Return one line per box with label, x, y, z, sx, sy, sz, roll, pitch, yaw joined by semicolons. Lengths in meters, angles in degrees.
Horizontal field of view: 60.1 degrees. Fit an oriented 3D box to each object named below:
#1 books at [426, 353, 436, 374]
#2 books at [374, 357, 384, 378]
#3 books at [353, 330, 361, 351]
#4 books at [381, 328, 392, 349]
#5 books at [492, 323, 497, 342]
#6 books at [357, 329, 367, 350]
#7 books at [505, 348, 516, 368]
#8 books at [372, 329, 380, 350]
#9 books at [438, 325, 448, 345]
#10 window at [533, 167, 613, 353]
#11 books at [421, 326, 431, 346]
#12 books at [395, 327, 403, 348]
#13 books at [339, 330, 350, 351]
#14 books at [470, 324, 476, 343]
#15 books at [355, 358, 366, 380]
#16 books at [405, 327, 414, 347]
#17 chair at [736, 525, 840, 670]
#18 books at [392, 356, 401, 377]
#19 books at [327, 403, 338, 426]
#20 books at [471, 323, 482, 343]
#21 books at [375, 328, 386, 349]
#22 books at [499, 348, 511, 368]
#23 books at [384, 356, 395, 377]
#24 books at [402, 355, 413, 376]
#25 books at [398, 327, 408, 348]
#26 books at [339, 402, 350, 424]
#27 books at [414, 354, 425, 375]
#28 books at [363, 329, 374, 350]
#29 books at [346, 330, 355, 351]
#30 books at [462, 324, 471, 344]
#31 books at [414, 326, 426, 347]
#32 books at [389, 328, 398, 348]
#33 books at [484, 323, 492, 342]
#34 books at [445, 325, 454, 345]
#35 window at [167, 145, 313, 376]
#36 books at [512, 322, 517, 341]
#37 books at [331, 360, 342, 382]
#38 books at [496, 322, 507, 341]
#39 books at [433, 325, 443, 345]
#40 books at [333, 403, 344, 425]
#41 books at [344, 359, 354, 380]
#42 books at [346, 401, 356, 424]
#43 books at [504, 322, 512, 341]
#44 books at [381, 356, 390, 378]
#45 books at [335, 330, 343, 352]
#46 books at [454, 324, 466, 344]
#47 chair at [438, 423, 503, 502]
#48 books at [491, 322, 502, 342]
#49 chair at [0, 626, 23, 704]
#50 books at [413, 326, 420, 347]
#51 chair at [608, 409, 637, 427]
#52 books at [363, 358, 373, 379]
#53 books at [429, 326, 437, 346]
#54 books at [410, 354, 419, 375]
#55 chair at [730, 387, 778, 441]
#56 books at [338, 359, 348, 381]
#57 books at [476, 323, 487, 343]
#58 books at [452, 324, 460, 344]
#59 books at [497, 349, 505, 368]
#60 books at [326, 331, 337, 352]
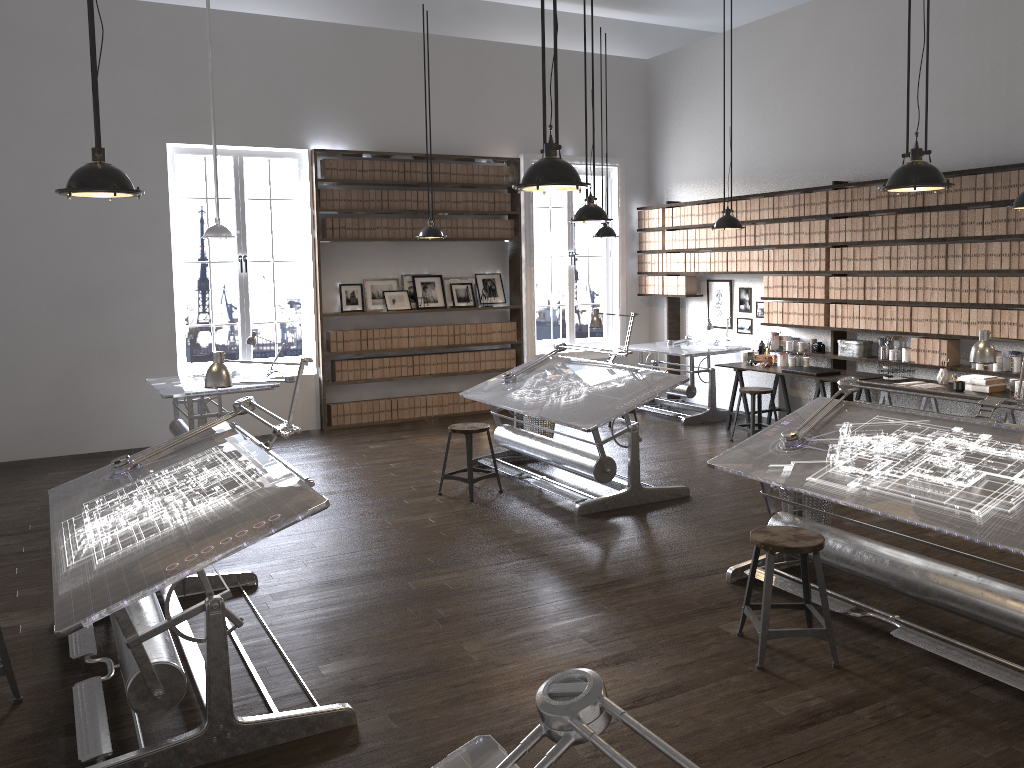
books;-0.944;-0.237;10.272;0.067;0.225;0.175;-4;6;-28
books;-1.505;-0.187;9.976;0.067;0.224;0.175;-4;6;-28
books;-1.740;-0.486;9.832;0.067;0.224;0.175;-4;6;-28
books;-1.420;-0.515;10.001;0.067;0.225;0.175;-4;6;-28
books;-0.252;-0.619;10.616;0.067;0.224;0.175;-4;6;-28
books;-1.672;-0.492;9.862;0.067;0.225;0.175;-4;6;-28
books;-0.023;-0.319;10.758;0.067;0.225;0.175;-4;6;-28
books;-1.544;-0.503;9.931;0.067;0.225;0.175;-4;6;-28
books;-0.813;-0.569;10.320;0.067;0.224;0.175;-4;6;-28
window;0.727;-1.544;11.044;1.246;2.300;0.153;-4;5;-28
books;-0.996;-0.552;10.222;0.067;0.225;0.175;-4;6;-28
books;-1.301;-0.525;10.062;0.067;0.224;0.175;-4;6;-28
books;-1.851;-0.475;9.766;0.067;0.225;0.175;-4;6;-28
books;-0.490;-0.598;10.493;0.067;0.225;0.175;-4;6;-28
books;-1.687;-0.171;9.881;0.067;0.225;0.175;-4;6;-28
books;-1.180;-0.536;10.122;0.067;0.225;0.175;-4;6;-28
chair;1.207;0.925;3.889;0.358;0.526;0.373;-1;6;0
books;-1.325;-0.203;10.073;0.067;0.225;0.175;-4;6;-28
books;-1.982;0.335;9.759;0.067;0.225;0.175;-4;6;-28
books;-0.428;-0.604;10.526;0.067;0.225;0.175;-4;6;-28
books;-1.483;-0.509;9.967;0.067;0.225;0.175;-4;6;-28
books;-0.088;-0.314;10.729;0.067;0.225;0.175;-4;6;-28
books;-1.387;-0.197;10.040;0.067;0.225;0.175;-4;6;-28
books;-1.200;-0.214;10.140;0.067;0.225;0.175;-4;6;-28
books;-1.245;-0.530;10.090;0.067;0.224;0.175;-4;6;-28
books;-1.856;0.324;9.820;0.067;0.225;0.175;-4;6;-28
books;-1.068;-0.226;10.210;0.067;0.224;0.175;-4;6;-28
books;-1.609;-0.498;9.902;0.067;0.225;0.175;-4;6;-28
books;-1.797;-0.481;9.799;0.067;0.224;0.175;-4;6;-28
books;-0.551;-0.592;10.456;0.067;0.225;0.175;-4;6;-28
books;-1.059;-0.547;10.193;0.067;0.225;0.175;-4;6;-28
books;-1.358;-0.520;10.027;0.067;0.225;0.175;-4;6;-28
books;-0.309;-0.614;10.588;0.067;0.224;0.175;-4;6;-28
books;-0.747;-0.575;10.358;0.067;0.224;0.175;-4;6;-28
window;-2.827;-1.236;9.298;1.485;2.487;0.153;-4;5;-28
books;-0.011;-0.640;10.740;0.067;0.225;0.175;-4;6;-28
books;-1.935;-0.147;9.743;0.067;0.225;0.175;-4;6;-28
books;-0.133;-0.630;10.682;0.067;0.225;0.175;-4;6;-28
books;-0.867;-0.563;10.287;0.067;0.225;0.175;-4;6;-28
books;-1.920;0.329;9.790;0.067;0.225;0.175;-4;6;-28
books;-1.809;-0.159;9.814;0.067;0.225;0.175;-4;6;-28
books;-1.793;0.319;9.855;0.067;0.224;0.175;-4;6;-28
books;-0.072;-0.636;10.716;0.067;0.225;0.175;-4;6;-28
books;-1.444;-0.191;10.004;0.067;0.225;0.175;-4;6;-28
books;-1.914;-0.470;9.732;0.067;0.225;0.175;-4;6;-28
books;-0.616;-0.587;10.427;0.067;0.225;0.175;-4;6;-28
chair;-0.320;0.581;6.732;0.359;0.526;0.373;4;7;40
books;-0.193;-0.624;10.645;0.067;0.225;0.175;-4;6;-28
chair;-2.227;1.039;3.539;0.359;0.526;0.373;4;7;40
books;-1.120;-0.542;10.159;0.067;0.225;0.175;-4;6;-28
chair;1.129;0.175;9.599;0.358;0.526;0.373;-3;6;-19
books;-1.623;-0.176;9.910;0.067;0.225;0.175;-4;6;-28
books;-0.931;-0.558;10.253;0.067;0.225;0.175;-4;6;-28
books;-1.131;-0.220;10.170;0.067;0.225;0.175;-4;6;-28
chair;2.319;0.308;8.411;0.358;0.526;0.373;-3;6;-19
books;-1.871;-0.153;9.777;0.067;0.225;0.175;-4;6;-28
books;-0.365;-0.608;10.553;0.067;0.225;0.175;-4;6;-28
books;-0.679;-0.580;10.387;0.067;0.225;0.175;-4;6;-28
books;-0.150;-0.308;10.695;0.067;0.225;0.175;-4;6;-28
books;-1.980;-0.464;9.701;0.067;0.225;0.175;-4;6;-28
